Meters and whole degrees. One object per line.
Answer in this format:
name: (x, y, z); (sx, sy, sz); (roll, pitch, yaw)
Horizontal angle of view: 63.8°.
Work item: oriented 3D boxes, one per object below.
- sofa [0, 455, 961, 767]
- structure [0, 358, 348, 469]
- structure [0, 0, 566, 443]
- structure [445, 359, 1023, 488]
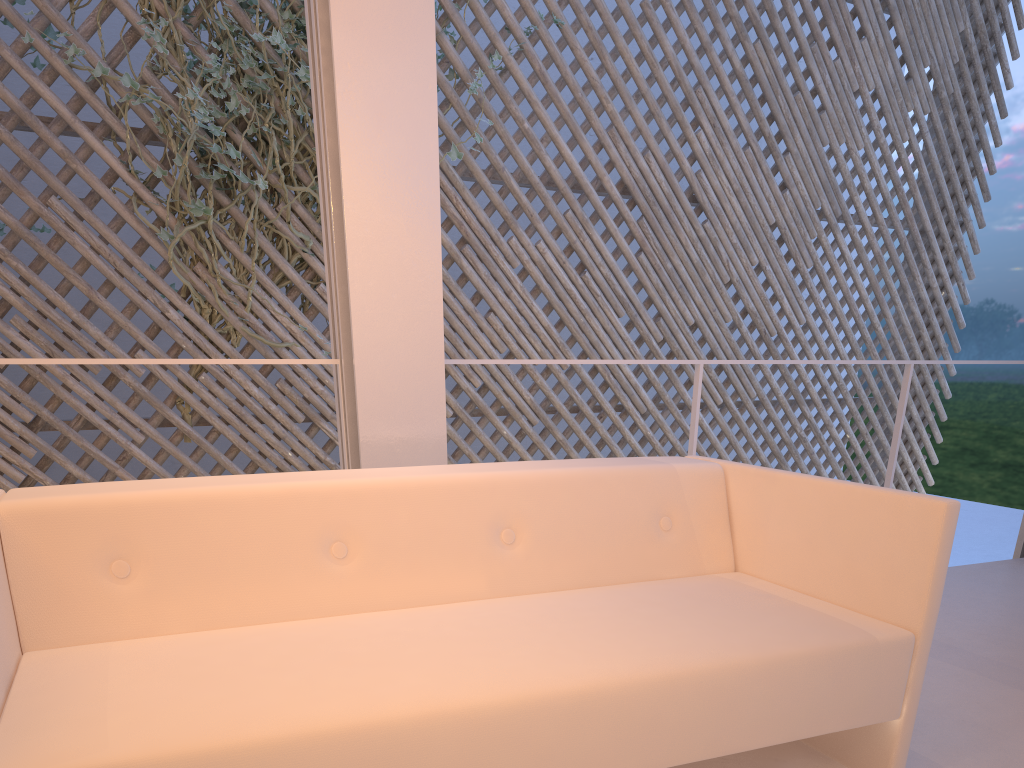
sofa: (-0.062, 0.314, 0.986); (0.975, 0.408, 0.461); (-2, 10, -22)
structure: (-1.067, 0.259, 1.169); (1.686, 0.621, 0.025); (-1, 19, -21)
structure: (-0.460, -1.224, 2.506); (2.310, 2.989, 0.673); (-7, 20, -28)
structure: (0.635, 0.242, 1.844); (1.684, 0.621, 0.025); (-1, 19, -21)
